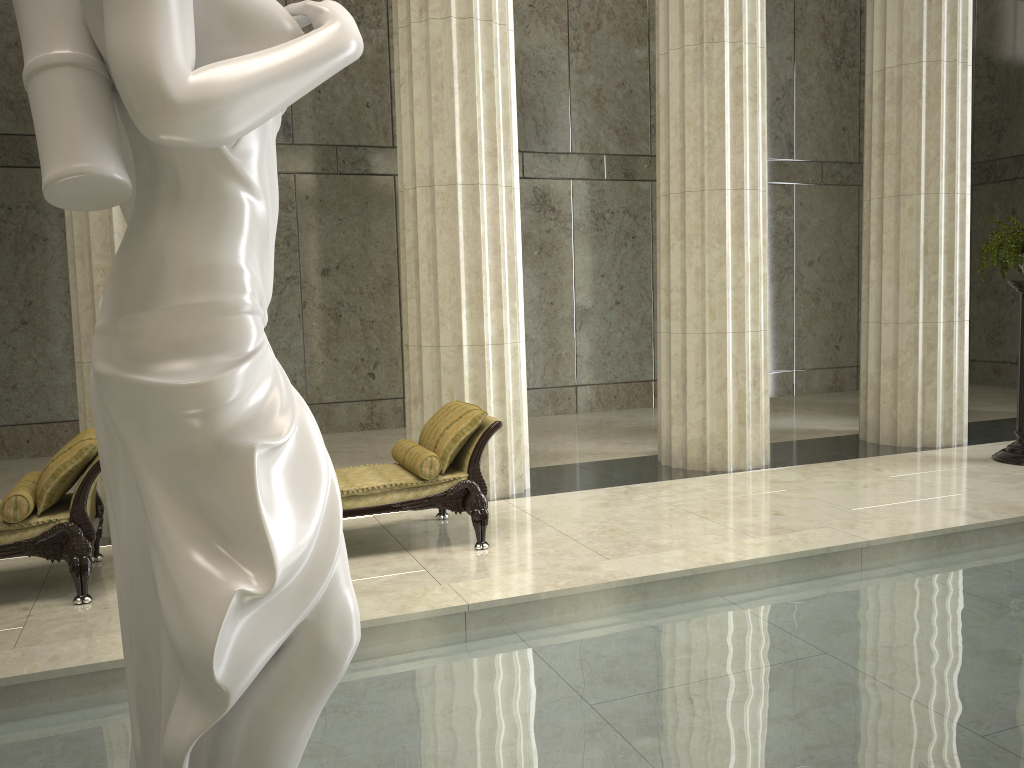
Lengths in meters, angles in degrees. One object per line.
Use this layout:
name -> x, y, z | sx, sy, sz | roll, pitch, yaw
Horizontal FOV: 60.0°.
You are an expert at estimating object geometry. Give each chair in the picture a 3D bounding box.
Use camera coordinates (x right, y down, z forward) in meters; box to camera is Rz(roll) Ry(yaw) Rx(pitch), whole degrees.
chair -> -3.478, 0.829, 5.273 | 2.172, 0.950, 0.993 | -4, 6, -21
chair -> -1.177, 0.675, 6.152 | 2.172, 0.950, 0.993 | -4, 6, -21

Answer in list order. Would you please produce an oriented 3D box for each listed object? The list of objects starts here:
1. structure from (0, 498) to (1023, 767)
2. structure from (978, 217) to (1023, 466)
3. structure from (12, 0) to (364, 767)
structure -> -0.708, 1.453, 2.207 | 11.573, 0.508, 3.754 | -4, 6, -21
structure -> 4.996, -0.456, 8.462 | 1.053, 2.386, 1.159 | -1, 6, 9
structure -> -0.717, 0.008, 2.052 | 0.729, 3.044, 0.940 | -4, 6, -26
